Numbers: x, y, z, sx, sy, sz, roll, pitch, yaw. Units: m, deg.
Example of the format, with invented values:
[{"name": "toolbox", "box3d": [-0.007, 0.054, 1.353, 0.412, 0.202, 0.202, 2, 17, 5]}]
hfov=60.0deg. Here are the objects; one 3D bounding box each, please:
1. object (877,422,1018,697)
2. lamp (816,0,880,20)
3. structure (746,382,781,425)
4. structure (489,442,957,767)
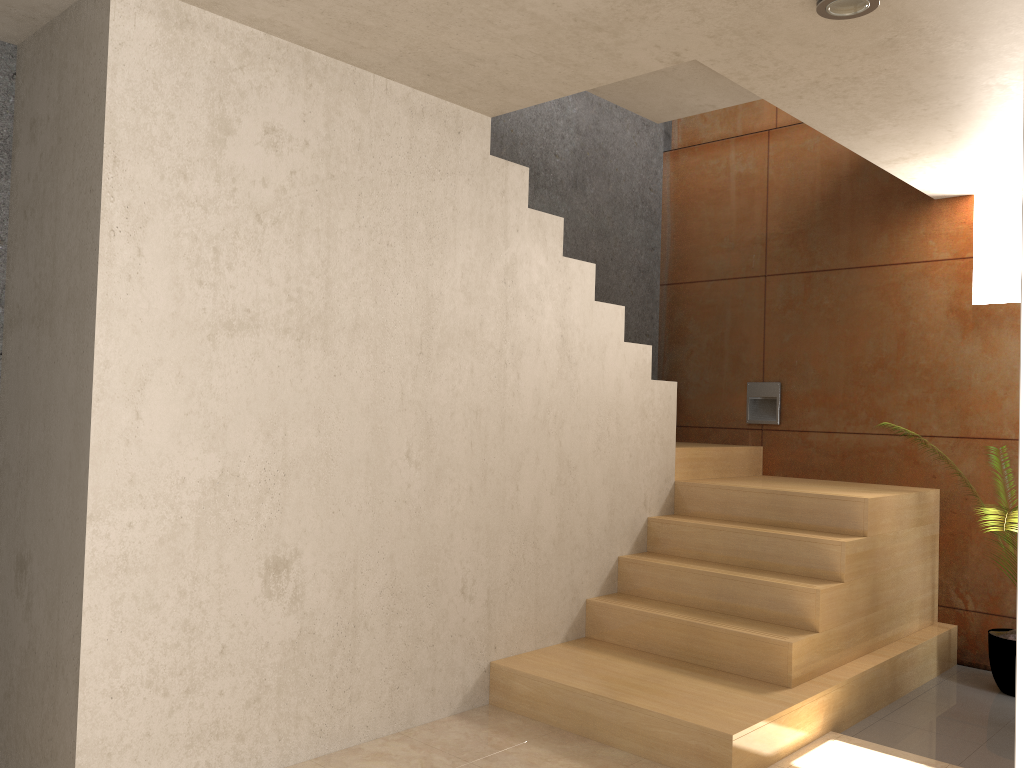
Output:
[{"name": "object", "box3d": [0.379, 0.818, 2.679, 4.200, 1.455, 6.200, 0, -2, 43]}, {"name": "lamp", "box3d": [0.981, -1.122, 2.592, 0.173, 0.044, 0.173, 2, -2, -12]}, {"name": "structure", "box3d": [1.603, 0.122, 5.592, 0.220, 0.260, 0.096, 0, -2, 43]}, {"name": "structure", "box3d": [0.865, 0.894, 4.551, 1.950, 1.110, 2.400, 0, -2, 43]}]
